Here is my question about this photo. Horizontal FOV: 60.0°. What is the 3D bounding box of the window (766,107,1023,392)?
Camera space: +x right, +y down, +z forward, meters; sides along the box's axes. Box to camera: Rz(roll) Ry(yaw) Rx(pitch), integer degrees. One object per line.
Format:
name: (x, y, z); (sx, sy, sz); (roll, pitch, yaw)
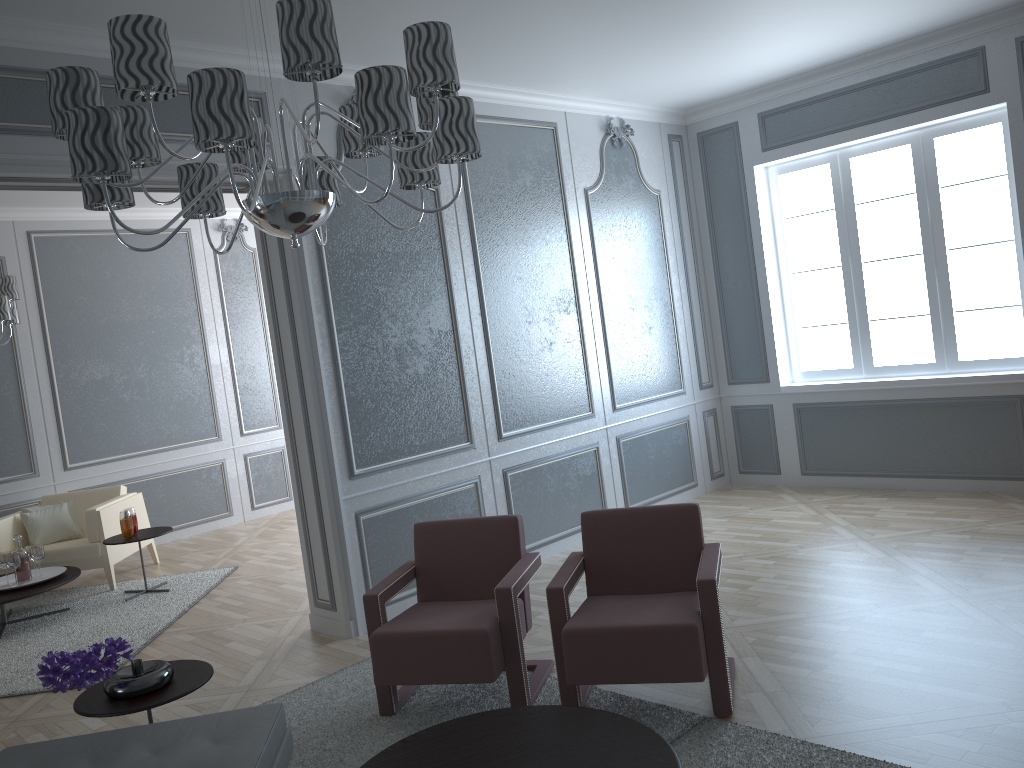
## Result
window: (2.461, -0.792, 5.731); (0.349, 1.580, 1.599); (-10, 4, -44)

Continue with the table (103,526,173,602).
table: (-2.344, 1.145, 5.628); (0.414, 0.384, 0.414); (-8, 3, 3)

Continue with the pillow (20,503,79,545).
pillow: (-3.199, 0.977, 6.138); (0.163, 0.245, 0.312); (-5, 4, 40)

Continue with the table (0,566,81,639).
table: (-3.045, 1.333, 5.301); (0.881, 0.239, 0.884); (-5, 5, 43)

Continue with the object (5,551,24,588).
object: (-2.947, 1.100, 5.255); (0.080, 0.196, 0.080); (-10, 3, -41)

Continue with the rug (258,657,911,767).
rug: (-0.065, 1.234, 2.202); (2.021, 0.010, 3.201); (-11, 5, -44)

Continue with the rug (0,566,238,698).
rug: (-2.863, 1.439, 5.053); (2.000, 0.010, 2.002); (-8, 3, 1)

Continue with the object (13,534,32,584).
object: (-2.961, 1.049, 5.344); (0.086, 0.290, 0.086); (-9, 3, -23)

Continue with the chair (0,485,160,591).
chair: (-3.067, 1.091, 6.167); (0.855, 0.620, 0.738); (-8, 3, 1)

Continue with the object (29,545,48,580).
object: (-2.864, 1.082, 5.367); (0.080, 0.196, 0.080); (-6, 3, 29)

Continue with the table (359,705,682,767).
table: (-0.002, 1.109, 2.213); (0.883, 0.239, 0.882); (-9, 4, -27)

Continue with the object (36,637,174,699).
object: (-1.214, 0.856, 2.684); (0.206, 0.221, 0.425); (-7, 3, 16)

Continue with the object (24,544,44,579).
object: (-2.923, 1.086, 5.426); (0.080, 0.196, 0.080); (-6, 3, 29)

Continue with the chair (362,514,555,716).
chair: (-0.212, 0.870, 3.331); (0.576, 0.620, 0.607); (-7, 3, 16)

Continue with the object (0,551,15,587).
object: (-3.030, 1.108, 5.307); (0.080, 0.196, 0.080); (-6, 3, 29)

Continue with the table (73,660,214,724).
table: (-1.137, 1.143, 2.817); (0.414, 0.384, 0.415); (-6, 4, 33)

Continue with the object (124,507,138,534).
object: (-2.438, 0.877, 5.672); (0.075, 0.165, 0.075); (-7, 3, 5)

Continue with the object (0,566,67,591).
object: (-2.939, 1.182, 5.339); (0.469, 0.028, 0.468); (-10, 4, -32)

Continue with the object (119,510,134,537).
object: (-2.428, 0.881, 5.586); (0.075, 0.165, 0.075); (-6, 3, 35)

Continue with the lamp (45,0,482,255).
lamp: (-0.620, -0.891, 2.188); (0.975, 1.119, 0.978); (-6, 3, 34)

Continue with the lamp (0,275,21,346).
lamp: (-3.389, -0.689, 5.022); (0.975, 1.119, 0.978); (-6, 3, 34)

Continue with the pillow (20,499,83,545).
pillow: (-3.224, 0.976, 6.223); (0.351, 0.276, 0.184); (-10, 4, -39)

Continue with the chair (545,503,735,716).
chair: (0.450, 0.793, 3.114); (0.576, 0.620, 0.607); (-7, 3, 16)

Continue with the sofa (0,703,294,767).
sofa: (-0.964, 1.059, 1.469); (0.810, 0.667, 2.206); (-8, 3, -4)
